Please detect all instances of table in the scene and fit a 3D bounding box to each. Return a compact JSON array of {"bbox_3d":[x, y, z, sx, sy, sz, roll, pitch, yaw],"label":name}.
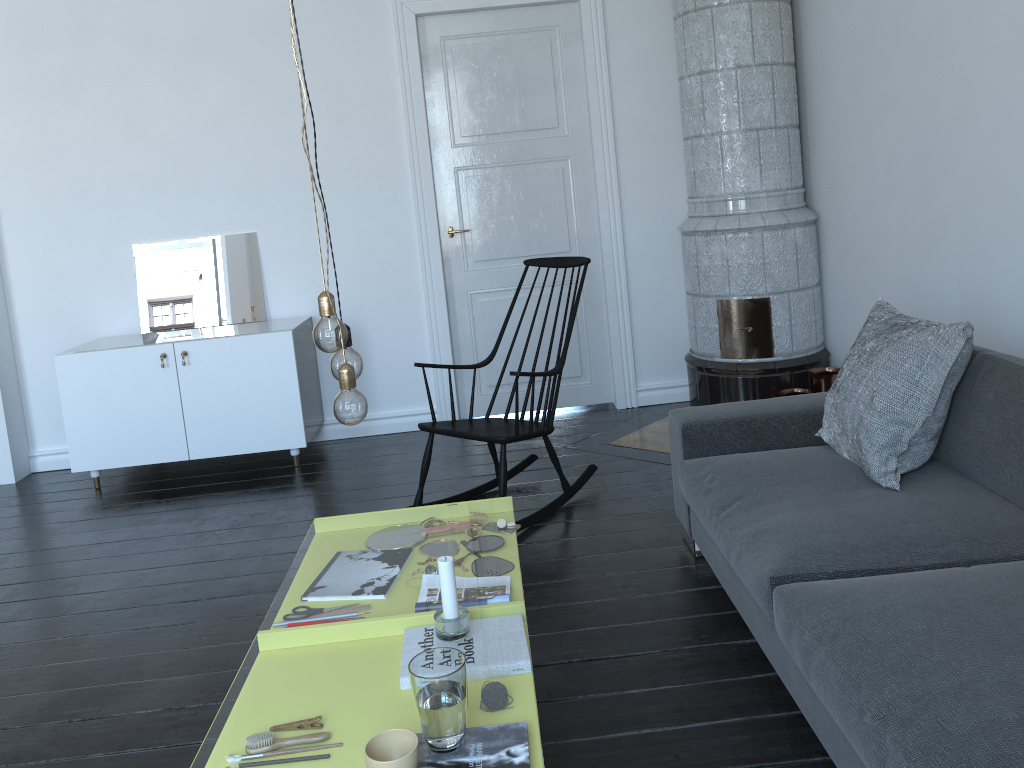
[{"bbox_3d":[-0.250,0.718,1.998,0.600,0.393,1.425,-6,12,-1],"label":"table"}]

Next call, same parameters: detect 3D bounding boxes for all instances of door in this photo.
[{"bbox_3d":[0.030,-1.024,5.063,1.170,2.444,0.117,-6,6,-2],"label":"door"}]

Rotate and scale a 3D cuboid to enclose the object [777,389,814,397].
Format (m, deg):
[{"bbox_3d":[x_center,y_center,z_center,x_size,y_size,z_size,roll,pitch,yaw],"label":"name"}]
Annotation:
[{"bbox_3d":[1.404,0.141,4.347,0.172,0.197,0.176,-8,9,-11],"label":"object"}]

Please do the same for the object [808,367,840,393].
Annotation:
[{"bbox_3d":[1.577,0.073,4.389,0.176,0.277,0.175,-6,8,-1],"label":"object"}]

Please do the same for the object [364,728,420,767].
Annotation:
[{"bbox_3d":[-0.189,0.606,1.404,0.086,0.066,0.088,-1,11,26],"label":"object"}]

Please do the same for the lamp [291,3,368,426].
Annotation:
[{"bbox_3d":[-0.423,-0.644,1.815,0.088,1.479,0.075,-3,6,22],"label":"lamp"}]

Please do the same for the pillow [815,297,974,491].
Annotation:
[{"bbox_3d":[1.203,0.175,1.970,0.478,0.484,2.093,-5,12,3],"label":"pillow"}]

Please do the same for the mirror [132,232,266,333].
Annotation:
[{"bbox_3d":[-1.768,-0.572,4.976,0.696,0.496,0.054,-6,6,-2],"label":"mirror"}]

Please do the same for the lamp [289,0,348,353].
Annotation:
[{"bbox_3d":[-0.464,-0.800,1.835,0.074,1.479,0.075,0,8,45],"label":"lamp"}]

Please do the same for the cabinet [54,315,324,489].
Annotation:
[{"bbox_3d":[-1.694,0.095,4.755,1.200,0.726,0.599,-6,8,-2],"label":"cabinet"}]

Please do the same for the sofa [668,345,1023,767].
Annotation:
[{"bbox_3d":[1.118,0.403,2.055,1.084,0.712,2.414,-6,12,-1],"label":"sofa"}]

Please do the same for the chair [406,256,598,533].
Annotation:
[{"bbox_3d":[-0.013,0.011,3.742,0.613,0.992,0.918,1,11,43],"label":"chair"}]

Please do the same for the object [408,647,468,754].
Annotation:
[{"bbox_3d":[-0.119,0.540,1.491,0.099,0.144,0.098,-12,10,-40],"label":"object"}]

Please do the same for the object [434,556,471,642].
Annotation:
[{"bbox_3d":[-0.133,0.447,1.861,0.074,0.171,0.075,-1,8,33],"label":"object"}]

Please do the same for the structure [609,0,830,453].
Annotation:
[{"bbox_3d":[1.055,-1.222,4.528,0.778,2.854,1.286,0,9,43],"label":"structure"}]

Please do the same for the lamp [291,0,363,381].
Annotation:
[{"bbox_3d":[-0.448,-0.734,1.907,0.087,1.479,0.074,-11,7,-40],"label":"lamp"}]
